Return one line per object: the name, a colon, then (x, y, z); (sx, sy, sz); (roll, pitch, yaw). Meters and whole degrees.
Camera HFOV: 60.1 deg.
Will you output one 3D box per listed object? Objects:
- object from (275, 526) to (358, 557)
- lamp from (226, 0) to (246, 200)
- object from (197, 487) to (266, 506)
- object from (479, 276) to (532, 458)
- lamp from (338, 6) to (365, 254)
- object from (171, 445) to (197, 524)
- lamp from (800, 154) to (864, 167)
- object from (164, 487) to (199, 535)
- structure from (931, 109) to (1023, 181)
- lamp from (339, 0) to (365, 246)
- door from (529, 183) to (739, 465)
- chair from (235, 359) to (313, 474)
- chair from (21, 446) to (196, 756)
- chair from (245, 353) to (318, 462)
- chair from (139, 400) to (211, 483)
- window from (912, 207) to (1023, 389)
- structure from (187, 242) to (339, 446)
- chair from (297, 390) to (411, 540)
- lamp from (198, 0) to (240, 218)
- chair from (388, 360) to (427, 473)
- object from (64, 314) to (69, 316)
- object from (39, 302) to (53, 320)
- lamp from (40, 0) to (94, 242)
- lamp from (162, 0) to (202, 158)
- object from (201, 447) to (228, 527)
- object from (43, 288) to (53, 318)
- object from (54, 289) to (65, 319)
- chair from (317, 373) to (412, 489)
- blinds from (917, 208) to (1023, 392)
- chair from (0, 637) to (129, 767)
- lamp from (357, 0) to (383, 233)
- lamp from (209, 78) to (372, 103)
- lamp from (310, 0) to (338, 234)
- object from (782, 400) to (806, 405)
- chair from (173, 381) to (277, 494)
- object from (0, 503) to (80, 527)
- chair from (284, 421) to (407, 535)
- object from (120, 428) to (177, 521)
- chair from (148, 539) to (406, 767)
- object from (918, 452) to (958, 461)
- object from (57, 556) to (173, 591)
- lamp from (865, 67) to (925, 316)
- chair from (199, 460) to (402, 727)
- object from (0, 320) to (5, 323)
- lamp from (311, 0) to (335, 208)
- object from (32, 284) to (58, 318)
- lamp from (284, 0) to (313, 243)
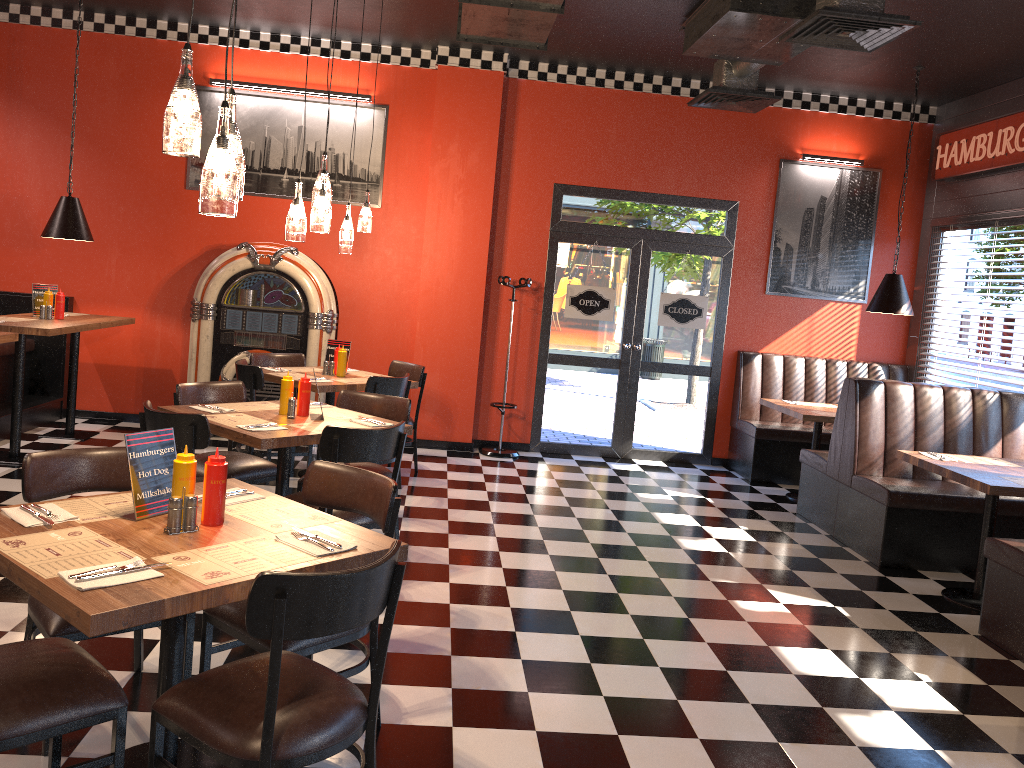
object: (-0.594, 0.460, 2.625); (0.256, 0.019, 0.157); (10, 8, 39)
lamp: (-0.774, -1.530, 2.589); (0.109, 1.959, 0.108); (8, 5, 37)
object: (-0.980, 0.382, 3.007); (0.158, 0.019, 0.255); (9, 8, 33)
object: (-0.045, -0.166, 8.213); (0.375, 1.653, 0.375); (6, 4, 18)
lamp: (-1.197, -1.978, 6.760); (0.108, 1.959, 0.109); (4, 4, -23)
object: (-1.001, 0.303, 2.703); (0.068, 0.237, 0.068); (5, 4, 0)
lamp: (3.068, -2.148, 8.505); (0.610, 0.056, 0.081); (5, 6, -5)
object: (-0.970, 0.369, 2.611); (0.093, 0.135, 0.047); (1, 6, -45)
structure: (4.455, -1.459, 2.759); (0.120, 0.437, 11.308); (5, 6, -5)
lamp: (-1.169, -2.021, 6.635); (0.109, 1.959, 0.108); (8, 5, 37)
door: (1.174, -0.549, 8.511); (1.799, 2.564, 0.129); (5, 4, -5)
chair: (-1.759, 0.277, 6.440); (0.544, 0.865, 0.488); (3, 5, -30)
chair: (-1.411, 0.688, 3.063); (0.486, 0.865, 0.546); (1, 6, -41)
chair: (-1.819, 0.204, 7.041); (0.486, 0.865, 0.546); (1, 6, -40)
chair: (-1.545, 0.530, 4.360); (0.488, 0.865, 0.545); (8, 6, 35)
window: (4.085, -0.609, 7.532); (0.127, 1.708, 2.035); (5, 5, -5)
structure: (-2.232, -0.389, 7.981); (1.294, 1.763, 0.502); (5, 4, -5)
chair: (-0.898, 0.503, 5.122); (0.487, 0.865, 0.545); (7, 5, 18)
lamp: (-0.756, -1.456, 2.472); (0.108, 1.959, 0.109); (6, 4, 7)
chair: (-1.012, 0.260, 7.194); (0.544, 0.865, 0.488); (1, 6, -40)
object: (-3.735, -0.571, 7.253); (0.255, 0.019, 0.158); (4, 6, -8)
object: (-3.578, -0.564, 6.804); (0.093, 0.135, 0.047); (3, 5, -25)
lamp: (-3.427, -2.158, 6.944); (0.383, 2.038, 0.382); (8, 5, 36)
lamp: (-0.890, -1.649, 2.550); (0.108, 1.959, 0.109); (3, 5, -33)
object: (-0.908, 0.311, 2.709); (0.068, 0.237, 0.068); (5, 4, 0)
object: (-3.620, -0.633, 6.912); (0.068, 0.237, 0.068); (4, 4, -11)
object: (-3.527, -0.624, 6.910); (0.068, 0.237, 0.068); (4, 4, -11)
chair: (-1.057, 0.337, 6.469); (0.546, 0.865, 0.487); (7, 5, 27)
blinds: (4.011, -0.634, 7.514); (0.099, 1.629, 1.876); (5, 5, -5)
chair: (-1.359, 0.777, 2.317); (0.488, 0.865, 0.544); (9, 6, 43)
lamp: (-1.032, -2.124, 6.659); (0.109, 1.959, 0.108); (7, 4, 27)
lamp: (-2.008, -2.672, 8.070); (1.443, 0.056, 0.081); (5, 6, -5)
lamp: (-0.918, -1.766, 4.569); (0.108, 1.959, 0.109); (4, 4, -23)
object: (2.478, 0.159, 7.758); (0.157, 0.019, 0.256); (5, 6, -4)
chair: (-1.645, 0.442, 5.065); (0.546, 0.865, 0.486); (8, 5, 32)
object: (-1.393, 0.387, 2.630); (0.256, 0.019, 0.157); (11, 8, 41)
chair: (-0.846, 0.591, 4.376); (0.546, 0.865, 0.486); (10, 6, 44)
object: (-1.113, 0.277, 2.761); (0.072, 0.256, 0.188); (7, 5, 25)
chair: (-0.612, 0.838, 2.374); (0.546, 0.865, 0.486); (9, 6, 37)
object: (2.588, 0.438, 5.367); (0.157, 0.019, 0.256); (5, 6, 1)
object: (-0.987, 0.469, 2.229); (0.158, 0.019, 0.255); (11, 9, 42)
lamp: (3.268, -1.604, 7.388); (0.383, 2.038, 0.382); (9, 5, 44)
chair: (-0.713, 0.749, 3.080); (0.488, 0.865, 0.544); (9, 6, 40)
object: (-3.651, -0.443, 6.180); (0.255, 0.019, 0.158); (4, 6, -8)
lamp: (-0.939, -1.894, 4.688); (0.109, 1.959, 0.108); (9, 5, 42)
object: (-3.681, -0.657, 6.991); (0.188, 0.256, 0.072); (0, 6, -45)
lamp: (-1.044, -1.716, 4.549); (0.108, 1.959, 0.109); (6, 4, 7)
